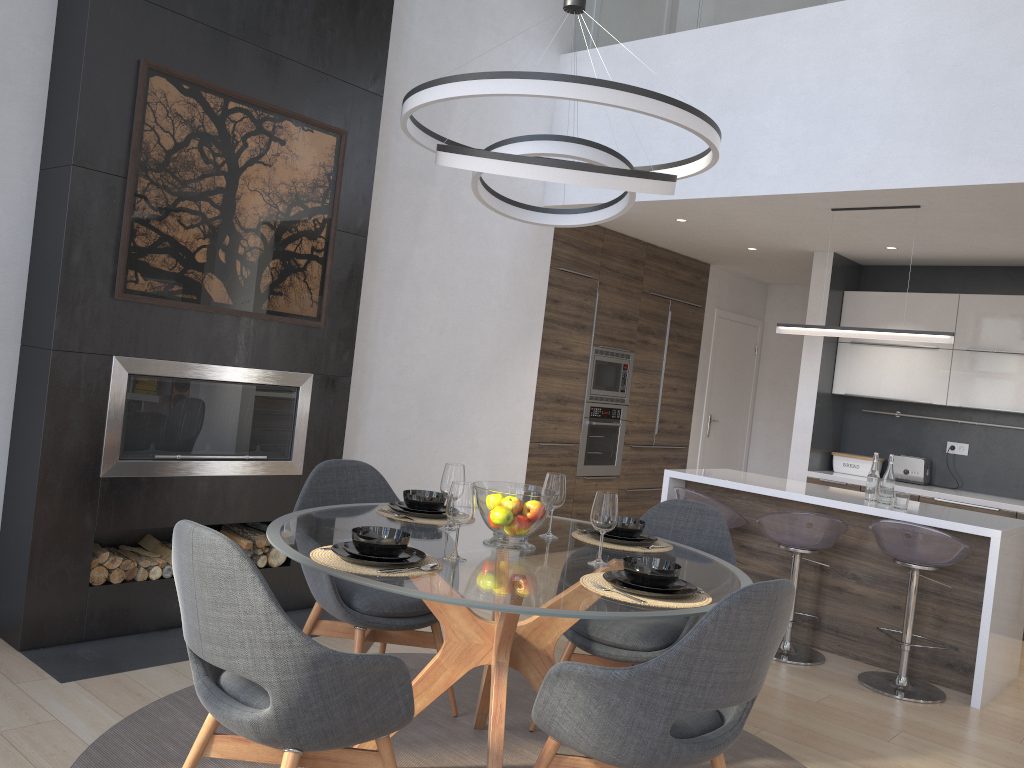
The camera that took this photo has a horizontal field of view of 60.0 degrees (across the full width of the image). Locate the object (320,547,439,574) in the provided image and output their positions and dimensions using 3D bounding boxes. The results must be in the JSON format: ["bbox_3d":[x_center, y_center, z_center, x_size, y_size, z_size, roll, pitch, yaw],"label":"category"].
[{"bbox_3d":[-0.353,0.471,2.416,0.206,0.015,0.309,6,1,-44],"label":"object"}]

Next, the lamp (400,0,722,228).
[{"bbox_3d":[0.381,-2.781,2.785,1.000,4.513,1.000,7,1,43],"label":"lamp"}]

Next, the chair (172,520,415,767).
[{"bbox_3d":[-0.571,0.784,2.255,0.655,0.891,0.619,7,1,43],"label":"chair"}]

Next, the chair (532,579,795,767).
[{"bbox_3d":[0.381,0.893,2.367,0.655,0.891,0.619,6,1,-42],"label":"chair"}]

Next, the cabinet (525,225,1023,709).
[{"bbox_3d":[2.580,0.303,5.553,4.694,2.501,2.402,7,1,41],"label":"cabinet"}]

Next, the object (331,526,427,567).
[{"bbox_3d":[-0.359,0.440,2.410,0.258,0.074,0.258,6,1,-29],"label":"object"}]

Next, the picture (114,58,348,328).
[{"bbox_3d":[-1.232,-0.808,4.046,0.026,0.990,1.056,7,1,41],"label":"picture"}]

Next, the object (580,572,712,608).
[{"bbox_3d":[0.365,0.561,2.428,0.360,0.002,0.360,7,1,-7],"label":"object"}]

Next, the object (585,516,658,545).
[{"bbox_3d":[0.390,0.518,3.149,0.258,0.074,0.258,7,1,21],"label":"object"}]

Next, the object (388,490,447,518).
[{"bbox_3d":[-0.320,0.435,3.226,0.258,0.074,0.258,6,1,-29],"label":"object"}]

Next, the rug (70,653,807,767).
[{"bbox_3d":[-0.086,1.280,2.829,2.499,0.010,2.499,7,1,14],"label":"rug"}]

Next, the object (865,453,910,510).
[{"bbox_3d":[2.025,0.517,4.765,0.148,0.267,0.323,7,1,6],"label":"object"}]

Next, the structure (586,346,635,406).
[{"bbox_3d":[0.602,-0.077,7.100,0.459,0.430,0.595,7,1,41],"label":"structure"}]

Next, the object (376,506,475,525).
[{"bbox_3d":[-0.312,0.474,3.221,0.360,0.002,0.360,7,1,16],"label":"object"}]

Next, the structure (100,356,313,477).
[{"bbox_3d":[-1.444,0.086,4.151,0.295,0.651,1.010,7,1,41],"label":"structure"}]

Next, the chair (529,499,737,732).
[{"bbox_3d":[0.489,0.894,3.352,0.655,0.891,0.619,7,1,43],"label":"chair"}]

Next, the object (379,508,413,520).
[{"bbox_3d":[-0.315,0.466,3.211,0.309,0.015,0.206,6,1,-39],"label":"object"}]

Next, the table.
[{"bbox_3d":[-0.048,0.894,2.816,1.499,0.764,1.499,7,1,30],"label":"table"}]

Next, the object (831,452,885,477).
[{"bbox_3d":[2.667,0.627,6.856,0.380,0.148,0.263,7,1,41],"label":"object"}]

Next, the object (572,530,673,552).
[{"bbox_3d":[0.391,0.556,3.154,0.360,0.002,0.360,7,1,16],"label":"object"}]

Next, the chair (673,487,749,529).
[{"bbox_3d":[1.114,0.999,5.133,0.434,0.787,0.475,6,1,-31],"label":"chair"}]

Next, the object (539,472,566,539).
[{"bbox_3d":[0.139,0.418,3.050,0.083,0.220,0.083,6,1,-21],"label":"object"}]

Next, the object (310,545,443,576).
[{"bbox_3d":[-0.367,0.477,2.414,0.360,0.002,0.360,7,1,-7],"label":"object"}]

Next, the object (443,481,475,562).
[{"bbox_3d":[-0.151,0.391,2.525,0.083,0.220,0.083,7,1,2],"label":"object"}]

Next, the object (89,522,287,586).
[{"bbox_3d":[-1.561,0.781,4.187,0.363,0.195,1.005,7,1,40],"label":"object"}]

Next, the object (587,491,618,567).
[{"bbox_3d":[0.276,0.438,2.688,0.083,0.220,0.083,7,1,13],"label":"object"}]

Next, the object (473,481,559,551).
[{"bbox_3d":[0.002,0.423,2.823,0.278,0.184,0.278,6,1,-40],"label":"object"}]

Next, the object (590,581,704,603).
[{"bbox_3d":[0.372,0.554,2.436,0.309,0.015,0.206,6,1,-44],"label":"object"}]

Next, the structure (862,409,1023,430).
[{"bbox_3d":[3.878,0.348,5.977,3.000,0.045,0.050,7,1,41],"label":"structure"}]

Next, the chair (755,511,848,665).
[{"bbox_3d":[1.515,1.050,4.757,0.475,0.787,0.434,7,1,4],"label":"chair"}]

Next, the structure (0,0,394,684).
[{"bbox_3d":[-1.070,-2.037,4.015,0.722,6.351,1.500,7,1,41],"label":"structure"}]

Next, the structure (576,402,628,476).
[{"bbox_3d":[0.558,0.422,7.094,0.495,0.570,0.595,7,1,41],"label":"structure"}]

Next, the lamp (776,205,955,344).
[{"bbox_3d":[2.027,-0.639,5.065,0.998,0.756,0.020,7,1,41],"label":"lamp"}]

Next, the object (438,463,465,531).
[{"bbox_3d":[-0.204,0.379,2.988,0.083,0.220,0.083,7,1,2],"label":"object"}]

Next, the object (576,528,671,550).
[{"bbox_3d":[0.387,0.548,3.158,0.206,0.015,0.309,6,1,-44],"label":"object"}]

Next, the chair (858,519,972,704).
[{"bbox_3d":[1.966,1.081,4.365,0.475,0.838,0.434,7,1,39],"label":"chair"}]

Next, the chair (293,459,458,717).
[{"bbox_3d":[-0.536,0.775,3.403,0.655,0.891,0.619,6,1,-42],"label":"chair"}]

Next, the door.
[{"bbox_3d":[2.059,0.402,8.479,0.085,2.136,0.974,7,1,41],"label":"door"}]

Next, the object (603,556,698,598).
[{"bbox_3d":[0.378,0.525,2.420,0.258,0.074,0.258,7,1,21],"label":"object"}]

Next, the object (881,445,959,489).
[{"bbox_3d":[3.028,0.587,6.598,0.562,0.319,0.191,7,1,41],"label":"object"}]
